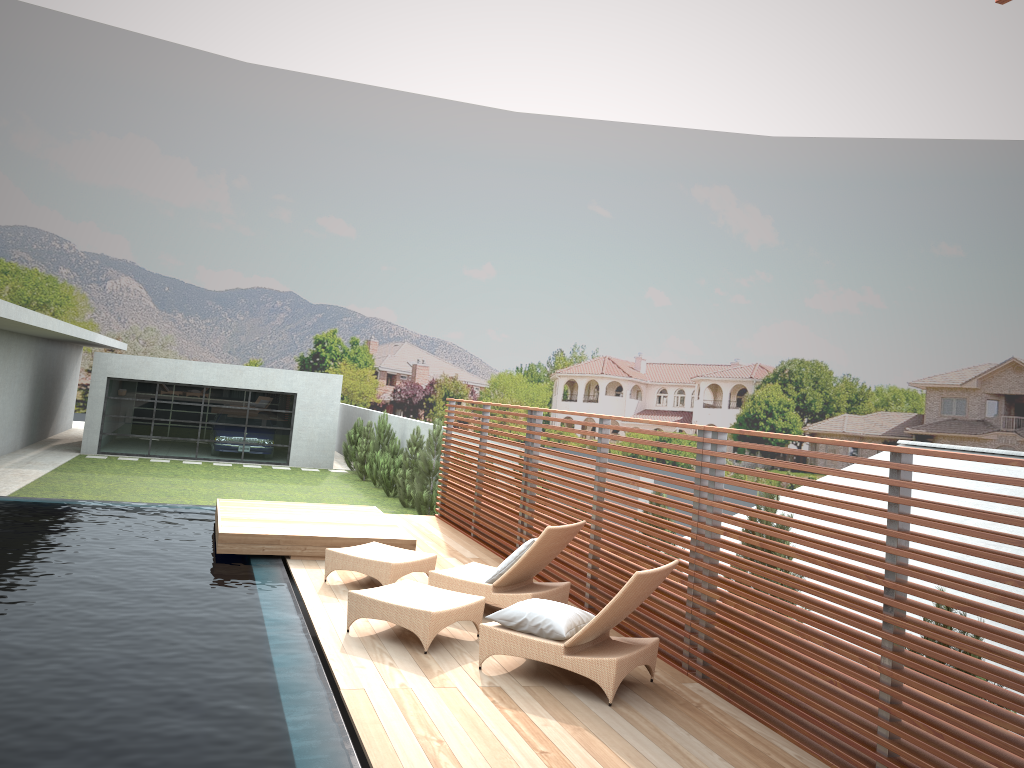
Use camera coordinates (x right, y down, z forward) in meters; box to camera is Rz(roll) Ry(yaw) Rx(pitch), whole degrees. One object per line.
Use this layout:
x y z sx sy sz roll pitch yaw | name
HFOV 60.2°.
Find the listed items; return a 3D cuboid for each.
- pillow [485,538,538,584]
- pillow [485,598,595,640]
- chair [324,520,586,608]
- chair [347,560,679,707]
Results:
0.126 1.474 7.468 0.427 0.430 0.604 3 -3 29 | pillow
0.217 1.584 6.031 0.594 0.195 0.591 4 -2 28 | pillow
-0.543 1.490 7.844 2.298 0.834 0.695 4 -4 30 | chair
-0.047 1.507 6.242 2.298 0.834 0.695 4 -4 31 | chair
